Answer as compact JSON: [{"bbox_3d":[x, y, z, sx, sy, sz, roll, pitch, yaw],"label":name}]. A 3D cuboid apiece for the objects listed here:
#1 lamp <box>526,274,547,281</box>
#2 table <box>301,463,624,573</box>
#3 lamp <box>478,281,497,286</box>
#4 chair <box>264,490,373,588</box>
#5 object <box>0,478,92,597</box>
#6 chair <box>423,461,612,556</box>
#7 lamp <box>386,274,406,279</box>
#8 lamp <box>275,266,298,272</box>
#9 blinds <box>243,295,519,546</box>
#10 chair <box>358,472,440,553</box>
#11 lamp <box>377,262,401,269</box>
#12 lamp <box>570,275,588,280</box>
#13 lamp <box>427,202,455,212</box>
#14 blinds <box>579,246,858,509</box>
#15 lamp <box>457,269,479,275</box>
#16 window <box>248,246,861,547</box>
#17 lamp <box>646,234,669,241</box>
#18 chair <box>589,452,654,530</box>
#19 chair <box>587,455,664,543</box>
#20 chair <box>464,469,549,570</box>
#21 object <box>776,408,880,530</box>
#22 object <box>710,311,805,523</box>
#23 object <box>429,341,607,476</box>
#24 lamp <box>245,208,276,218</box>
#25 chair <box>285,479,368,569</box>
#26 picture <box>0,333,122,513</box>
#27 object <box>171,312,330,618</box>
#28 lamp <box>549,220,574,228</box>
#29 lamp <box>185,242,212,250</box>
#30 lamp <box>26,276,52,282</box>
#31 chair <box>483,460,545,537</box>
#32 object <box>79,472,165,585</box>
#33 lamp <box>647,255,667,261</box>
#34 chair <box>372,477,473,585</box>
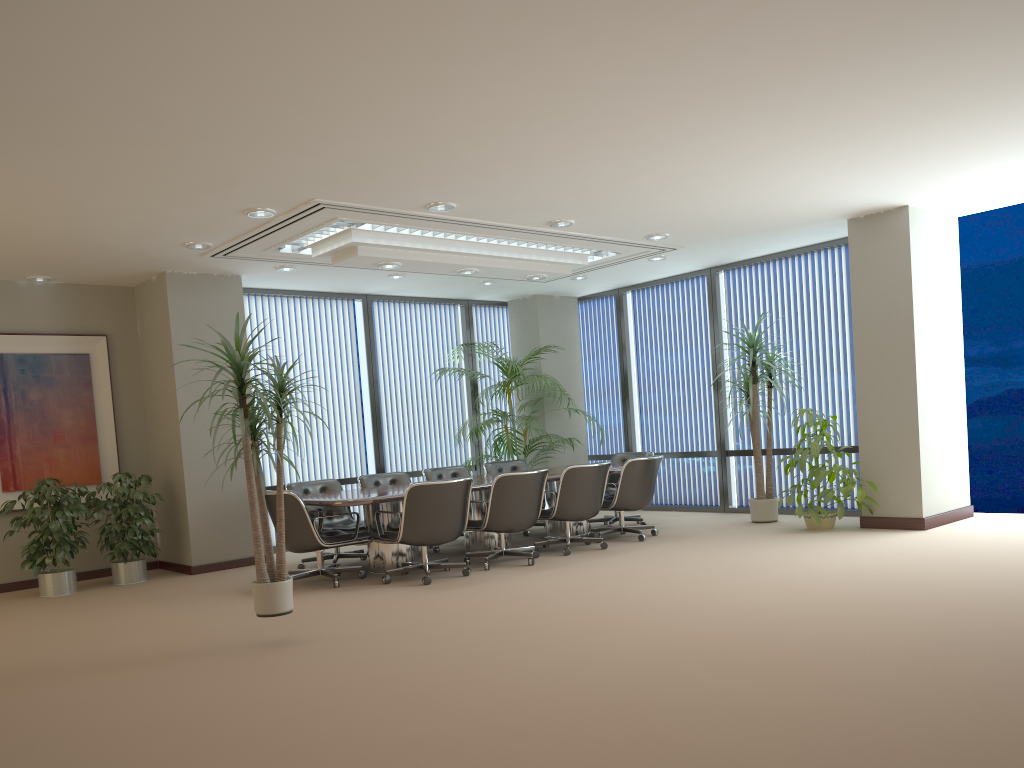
[{"bbox_3d":[0.263,-1.144,9.514,0.224,0.035,0.225,-3,-3,-17],"label":"lamp"},{"bbox_3d":[-0.267,1.344,9.050,4.052,0.752,1.512,-2,-3,-41],"label":"table"},{"bbox_3d":[-0.296,-1.228,10.761,0.224,0.035,0.225,-3,-3,-17],"label":"lamp"},{"bbox_3d":[-1.731,1.328,7.731,0.848,0.862,0.761,-4,0,-41],"label":"chair"},{"bbox_3d":[-4.266,1.421,8.254,0.800,1.098,0.732,-4,1,30],"label":"object"},{"bbox_3d":[0.018,1.284,9.316,0.755,0.861,2.536,-5,-1,-41],"label":"chair"},{"bbox_3d":[-1.299,-1.201,9.885,0.224,0.035,0.225,-3,-3,-17],"label":"lamp"},{"bbox_3d":[-2.302,-1.174,9.010,0.224,0.035,0.225,-3,-3,-24],"label":"lamp"},{"bbox_3d":[-1.323,0.394,11.569,4.873,2.920,0.032,-3,2,-41],"label":"blinds"},{"bbox_3d":[-1.169,1.373,9.391,0.755,0.862,0.855,-5,0,-41],"label":"chair"},{"bbox_3d":[-1.155,-1.106,8.276,0.224,0.035,0.225,-3,-3,-24],"label":"lamp"},{"bbox_3d":[0.825,-1.304,10.849,0.224,0.035,0.226,-2,-3,-31],"label":"lamp"},{"bbox_3d":[-0.563,-1.402,7.014,0.226,0.035,0.224,-6,-4,38],"label":"lamp"},{"bbox_3d":[2.410,0.110,11.286,0.050,2.919,4.945,-7,1,-41],"label":"blinds"},{"bbox_3d":[-0.446,-1.125,8.895,0.224,0.035,0.225,-3,-3,-17],"label":"lamp"},{"bbox_3d":[0.574,0.258,11.456,7.375,2.925,3.524,-4,0,4],"label":"window"},{"bbox_3d":[1.443,-1.456,8.765,0.224,0.035,0.225,-3,-3,-17],"label":"lamp"},{"bbox_3d":[1.248,1.247,10.332,0.848,0.862,0.761,-4,0,-41],"label":"chair"},{"bbox_3d":[1.161,1.198,9.255,0.855,0.862,0.731,-4,0,44],"label":"chair"},{"bbox_3d":[-0.068,1.229,8.129,0.755,0.862,0.855,-5,0,-41],"label":"chair"},{"bbox_3d":[3.153,0.888,8.908,0.981,1.318,0.852,-4,1,19],"label":"object"},{"bbox_3d":[2.741,0.387,9.754,1.019,2.324,1.025,-3,2,24],"label":"object"},{"bbox_3d":[0.037,0.580,11.562,2.160,2.489,2.089,-4,1,-21],"label":"object"},{"bbox_3d":[-1.939,-1.314,6.804,0.224,0.035,0.226,-2,-4,-38],"label":"lamp"},{"bbox_3d":[-1.780,1.387,8.804,0.855,0.862,0.755,-4,0,44],"label":"chair"},{"bbox_3d":[-4.660,0.372,8.839,1.289,1.754,0.058,-5,3,-41],"label":"picture"},{"bbox_3d":[-1.549,0.513,5.404,0.807,1.840,0.812,-3,2,24],"label":"object"},{"bbox_3d":[0.440,-1.429,7.890,0.224,0.035,0.225,-3,-3,-17],"label":"lamp"},{"bbox_3d":[-2.747,-1.208,7.731,0.224,0.035,0.225,-3,-3,-24],"label":"lamp"},{"bbox_3d":[-4.631,-1.025,8.645,0.224,0.035,0.226,-2,-3,-31],"label":"lamp"},{"bbox_3d":[0.132,1.335,10.470,0.755,0.862,0.854,-4,0,-36],"label":"chair"},{"bbox_3d":[-3.833,1.413,8.719,0.735,1.098,0.797,-4,1,-10],"label":"object"},{"bbox_3d":[1.633,-1.410,9.922,0.226,0.035,0.224,-6,-4,38],"label":"lamp"},{"bbox_3d":[-0.759,1.250,7.586,0.750,0.862,0.859,-4,0,-37],"label":"chair"}]
